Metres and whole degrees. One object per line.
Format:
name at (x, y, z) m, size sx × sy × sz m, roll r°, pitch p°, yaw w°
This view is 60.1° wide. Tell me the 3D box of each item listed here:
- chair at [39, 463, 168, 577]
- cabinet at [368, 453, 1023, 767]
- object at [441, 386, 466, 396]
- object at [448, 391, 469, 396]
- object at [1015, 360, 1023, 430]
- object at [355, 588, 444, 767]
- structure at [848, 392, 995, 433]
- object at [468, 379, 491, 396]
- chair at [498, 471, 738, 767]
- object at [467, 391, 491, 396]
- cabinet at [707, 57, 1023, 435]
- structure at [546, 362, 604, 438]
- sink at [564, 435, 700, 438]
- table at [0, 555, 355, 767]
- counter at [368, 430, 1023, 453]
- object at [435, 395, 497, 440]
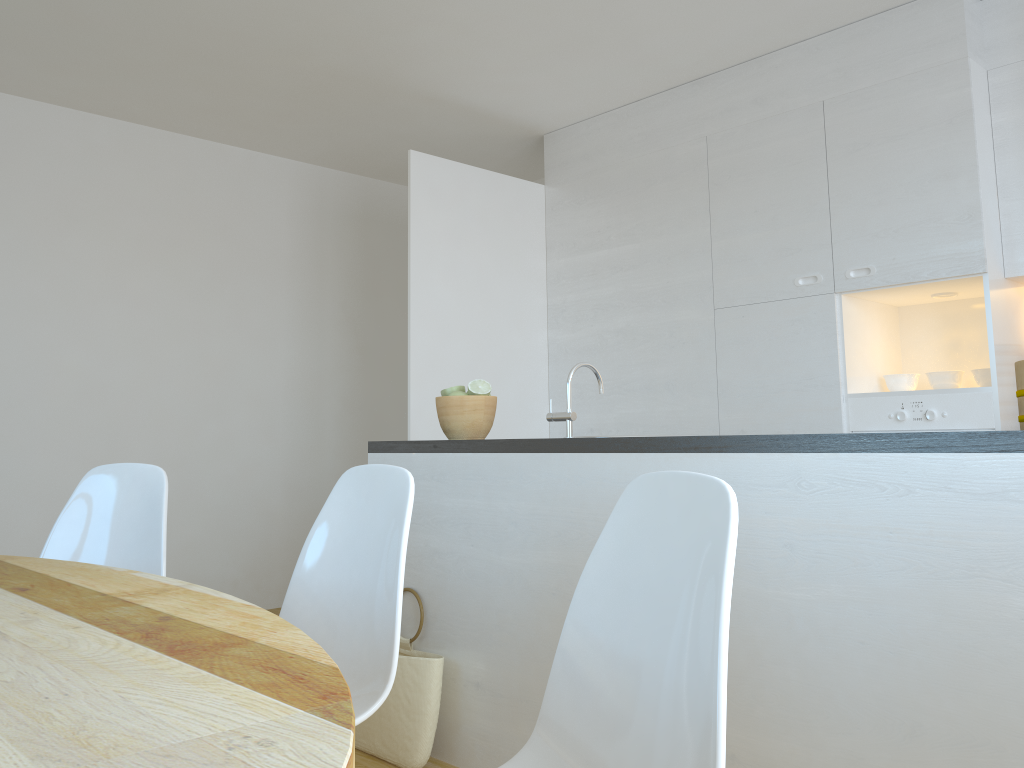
chair at (-1.087, 0.645, 2.053) m, size 0.429 × 0.908 × 0.520 m, roll -3°, pitch -7°, yaw 16°
cabinet at (0.554, 0.635, 2.328) m, size 0.599 × 0.916 × 2.391 m, roll 5°, pitch -7°, yaw -43°
object at (-0.199, 0.040, 2.986) m, size 0.085 × 0.066 × 0.083 m, roll 2°, pitch -6°, yaw -31°
object at (-0.169, 0.064, 2.911) m, size 0.097 × 0.086 × 0.081 m, roll -2°, pitch -6°, yaw 11°
object at (1.189, -0.021, 1.675) m, size 0.378 × 0.216 × 0.427 m, roll 0°, pitch -5°, yaw -15°
object at (-0.578, 0.861, 2.300) m, size 0.470 × 0.505 × 1.184 m, roll -3°, pitch -5°, yaw 24°
structure at (1.597, 0.343, 3.460) m, size 0.049 × 0.600 × 0.558 m, roll 6°, pitch -9°, yaw -43°
object at (-0.108, 0.018, 2.898) m, size 0.077 × 0.072 × 0.073 m, roll 1°, pitch -6°, yaw -19°
chair at (-0.002, 0.564, 1.035) m, size 0.522 × 0.908 × 0.427 m, roll 2°, pitch -7°, yaw -23°
object at (-0.111, 0.052, 2.968) m, size 0.086 × 0.099 × 0.101 m, roll 2°, pitch -6°, yaw -22°
cabinet at (2.236, -0.136, 3.166) m, size 0.479 × 2.318 × 3.189 m, roll 6°, pitch -8°, yaw -43°
structure at (0.184, 0.046, 2.531) m, size 0.162 × 0.217 × 0.096 m, roll 5°, pitch -9°, yaw -43°
sink at (0.357, 0.233, 2.631) m, size 0.404 × 0.158 × 0.402 m, roll -1°, pitch -4°, yaw -2°
table at (-0.968, 0.662, 0.991) m, size 2.182 × 0.730 × 1.190 m, roll -5°, pitch -6°, yaw 45°
counter at (0.548, 0.160, 2.388) m, size 0.599 × 0.040 × 2.391 m, roll 3°, pitch -5°, yaw -44°
object at (-0.151, 0.114, 2.937) m, size 0.205 × 0.143 × 0.203 m, roll -1°, pitch -5°, yaw 8°
